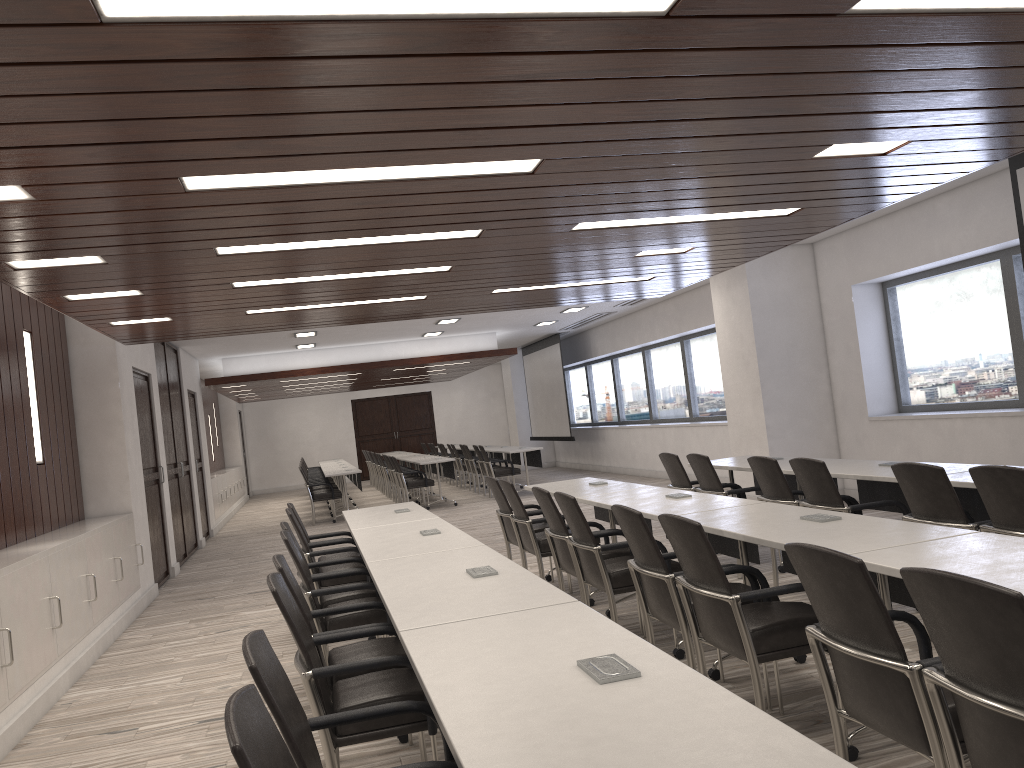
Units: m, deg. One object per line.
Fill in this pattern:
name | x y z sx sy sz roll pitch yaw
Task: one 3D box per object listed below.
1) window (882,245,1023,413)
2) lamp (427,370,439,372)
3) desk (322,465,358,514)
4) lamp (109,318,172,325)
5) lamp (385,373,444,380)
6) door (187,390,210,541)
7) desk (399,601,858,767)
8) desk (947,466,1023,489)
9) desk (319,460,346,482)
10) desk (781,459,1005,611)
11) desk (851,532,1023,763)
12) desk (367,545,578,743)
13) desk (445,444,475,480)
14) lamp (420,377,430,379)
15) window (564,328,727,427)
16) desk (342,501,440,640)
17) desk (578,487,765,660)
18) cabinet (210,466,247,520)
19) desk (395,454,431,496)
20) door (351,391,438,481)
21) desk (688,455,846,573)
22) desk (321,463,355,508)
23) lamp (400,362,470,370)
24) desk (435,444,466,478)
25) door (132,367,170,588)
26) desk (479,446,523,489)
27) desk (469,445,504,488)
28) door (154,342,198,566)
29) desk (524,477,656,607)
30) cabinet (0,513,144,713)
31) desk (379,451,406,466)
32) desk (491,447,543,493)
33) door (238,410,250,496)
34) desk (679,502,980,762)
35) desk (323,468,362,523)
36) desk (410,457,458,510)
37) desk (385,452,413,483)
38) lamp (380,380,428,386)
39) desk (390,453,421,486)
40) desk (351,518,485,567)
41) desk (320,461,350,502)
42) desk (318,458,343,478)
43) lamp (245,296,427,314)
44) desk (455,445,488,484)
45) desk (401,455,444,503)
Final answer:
window | 4.919 -0.606 6.194 0.118 1.419 6.968 -6 -2 -13
lamp | -1.559 -0.302 18.310 0.421 0.046 0.236 -6 -2 -13
desk | -3.142 1.931 16.282 0.577 0.795 1.509 -6 -2 -13
lamp | -2.944 -0.521 7.027 0.464 0.045 0.236 -6 -2 -13
lamp | -2.147 -0.192 19.524 1.496 0.045 0.236 -6 -2 -13
door | -4.904 1.264 13.721 0.200 2.323 1.163 -6 -2 -13
desk | 0.151 1.059 2.009 0.577 0.795 1.509 -6 -2 -13
desk | 2.728 0.828 4.183 0.577 0.795 1.509 -6 -2 -13
desk | -4.166 2.202 20.719 0.577 0.795 1.509 -6 -2 -13
desk | 2.385 0.919 5.667 0.577 0.795 1.509 -6 -2 -13
desk | 1.621 0.897 2.358 0.577 0.795 1.509 -6 -2 -13
desk | -0.190 1.149 3.490 0.577 0.795 1.509 -6 -2 -13
desk | -1.248 1.881 21.412 0.577 0.795 1.509 -6 -2 -13
lamp | -2.102 -0.159 20.664 0.421 0.046 0.236 -6 -2 -13
window | 2.559 0.019 16.420 0.118 1.419 10.453 -6 -2 -13
desk | -0.875 1.330 6.455 0.577 0.795 1.509 -6 -2 -13
desk | 0.937 1.078 5.323 0.577 0.795 1.509 -6 -2 -13
cabinet | -6.070 2.204 18.621 0.476 0.698 7.540 -6 -2 -13
desk | -2.012 1.859 18.103 0.577 0.795 1.509 -6 -2 -13
door | -3.354 1.484 25.621 2.329 2.323 0.200 -6 -2 -13
desk | 2.043 1.009 7.148 0.577 0.795 1.509 -6 -2 -13
desk | -3.482 2.021 17.754 0.577 0.795 1.509 -6 -2 -13
lamp | -1.506 -0.362 16.742 1.496 0.045 0.236 -6 -2 -13
desk | -1.590 1.971 22.893 0.577 0.795 1.509 -6 -2 -13
door | -3.945 1.011 9.568 0.200 2.323 1.163 -6 -2 -13
desk | -0.224 1.610 16.974 0.577 0.795 1.509 -6 -2 -13
desk | -0.564 1.700 18.447 0.577 0.795 1.509 -6 -2 -13
door | -4.458 0.857 11.656 0.200 2.889 2.327 -6 -2 -13
desk | 0.595 1.169 6.804 0.577 0.795 1.509 -6 -2 -13
cabinet | -2.831 1.346 4.582 0.476 0.698 7.540 -6 -2 -13
desk | -3.038 2.131 22.549 0.577 0.795 1.509 -6 -2 -13
desk | 0.118 1.519 15.493 0.577 0.795 1.509 -6 -2 -13
door | -7.167 1.864 23.528 0.200 2.323 1.163 -6 -2 -13
desk | 1.279 0.987 3.839 0.577 0.795 1.509 -6 -2 -13
desk | -2.800 1.840 14.800 0.577 0.795 1.509 -6 -2 -13
desk | -1.331 1.679 15.149 0.577 0.795 1.509 -6 -2 -13
desk | -2.696 2.040 21.068 0.577 0.795 1.509 -6 -2 -13
lamp | -2.691 -0.048 21.878 1.496 0.045 0.236 -6 -2 -13
desk | -2.354 1.950 19.584 0.577 0.795 1.509 -6 -2 -13
desk | -0.533 1.240 4.974 0.577 0.795 1.509 -6 -2 -13
desk | -3.823 2.111 19.235 0.577 0.795 1.509 -6 -2 -13
desk | -4.508 2.292 22.200 0.577 0.795 1.509 -6 -2 -13
lamp | -1.448 -0.685 7.382 1.496 0.045 0.236 -6 -2 -13
desk | -0.906 1.790 19.928 0.577 0.795 1.509 -6 -2 -13
desk | -1.672 1.769 16.631 0.577 0.795 1.509 -6 -2 -13
